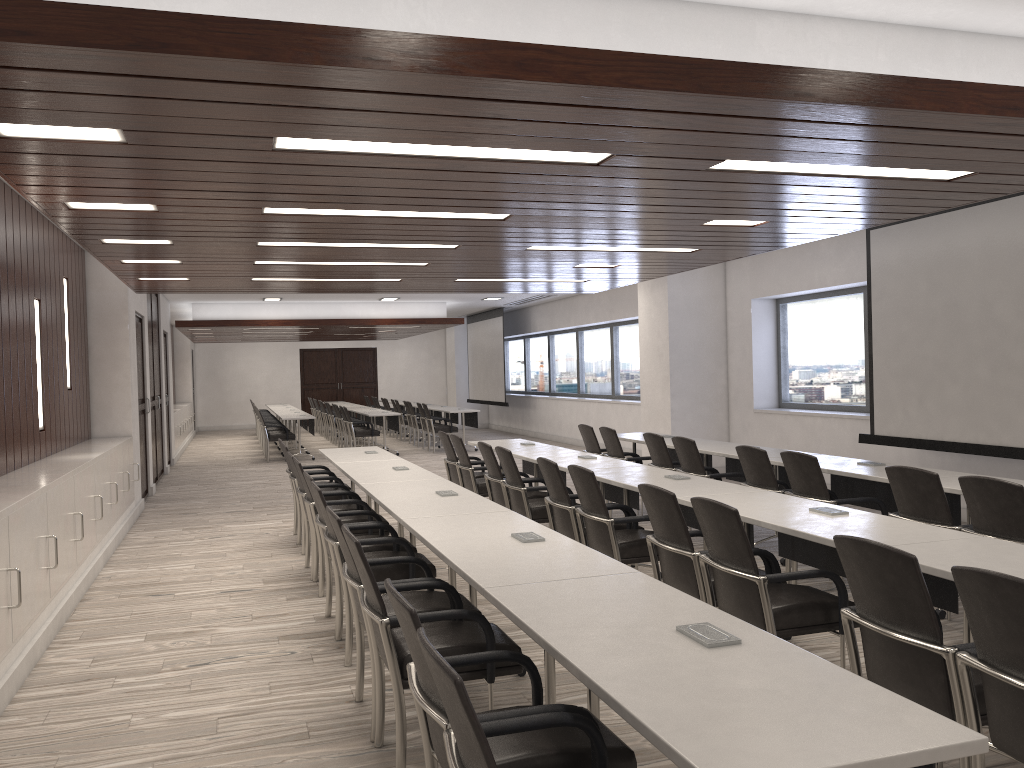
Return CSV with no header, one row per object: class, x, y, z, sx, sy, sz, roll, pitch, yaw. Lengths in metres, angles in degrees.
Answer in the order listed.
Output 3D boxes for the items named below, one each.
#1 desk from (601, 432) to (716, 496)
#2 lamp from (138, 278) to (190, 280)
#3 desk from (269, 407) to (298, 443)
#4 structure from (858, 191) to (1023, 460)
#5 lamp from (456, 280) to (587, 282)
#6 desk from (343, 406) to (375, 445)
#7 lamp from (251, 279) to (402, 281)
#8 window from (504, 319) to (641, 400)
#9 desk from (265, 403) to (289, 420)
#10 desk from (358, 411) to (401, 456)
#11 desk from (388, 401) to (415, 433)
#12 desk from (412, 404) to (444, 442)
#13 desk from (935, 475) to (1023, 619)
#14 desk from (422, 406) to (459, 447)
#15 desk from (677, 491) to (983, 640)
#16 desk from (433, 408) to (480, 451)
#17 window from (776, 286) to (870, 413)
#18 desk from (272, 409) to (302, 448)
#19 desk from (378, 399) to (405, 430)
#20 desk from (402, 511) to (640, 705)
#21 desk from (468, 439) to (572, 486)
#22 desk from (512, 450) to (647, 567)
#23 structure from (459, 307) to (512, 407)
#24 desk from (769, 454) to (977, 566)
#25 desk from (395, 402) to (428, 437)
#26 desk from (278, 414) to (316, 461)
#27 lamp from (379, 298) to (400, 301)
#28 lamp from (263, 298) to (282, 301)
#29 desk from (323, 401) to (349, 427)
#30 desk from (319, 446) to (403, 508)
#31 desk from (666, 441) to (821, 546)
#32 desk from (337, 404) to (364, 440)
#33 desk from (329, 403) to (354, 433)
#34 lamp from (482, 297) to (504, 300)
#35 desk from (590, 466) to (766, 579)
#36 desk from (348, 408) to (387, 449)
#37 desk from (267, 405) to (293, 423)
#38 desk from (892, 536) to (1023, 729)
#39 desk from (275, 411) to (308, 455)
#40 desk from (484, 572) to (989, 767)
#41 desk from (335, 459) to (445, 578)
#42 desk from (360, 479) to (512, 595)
desk,1.478,0.930,9.029,0.577,0.795,1.509,-2,1,-17
lamp,-3.326,-1.027,8.468,0.464,0.045,0.236,-2,1,-17
desk,-5.321,0.947,20.669,0.577,0.795,1.509,-2,1,-17
structure,3.862,-0.585,6.856,0.438,2.329,3.550,-2,1,-17
lamp,0.114,-1.139,9.543,1.496,0.045,0.236,-2,1,-17
desk,-3.417,0.909,19.669,0.577,0.795,1.509,-2,1,-17
lamp,-1.852,-1.075,8.929,1.496,0.045,0.236,-2,1,-17
window,1.413,-0.440,18.266,0.118,1.419,10.452,-2,1,-17
desk,-6.230,0.929,23.578,0.577,0.795,1.509,-2,1,-17
desk,-2.511,0.927,16.771,0.577,0.795,1.509,-2,1,-17
desk,-2.898,0.844,23.024,0.577,0.795,1.509,-2,1,-17
desk,-1.989,0.862,20.115,0.577,0.795,1.509,-2,1,-17
desk,2.842,0.957,4.666,0.577,0.795,1.509,-2,1,-17
desk,-1.537,0.871,18.670,0.577,0.795,1.509,-2,1,-17
desk,1.414,1.004,4.220,0.577,0.795,1.509,-2,1,-17
desk,-1.083,0.880,17.217,0.577,0.795,1.509,-2,1,-17
window,4.551,-0.378,8.232,0.118,1.419,6.968,-2,1,-17
desk,-4.866,0.956,19.216,0.577,0.795,1.509,-2,1,-17
desk,-3.353,0.835,24.478,0.577,0.795,1.509,-2,1,-17
desk,-0.035,1.051,3.767,0.577,0.795,1.509,-2,1,-17
desk,0.050,0.977,8.583,0.577,0.795,1.509,-2,1,-17
desk,0.504,0.986,7.129,0.577,0.795,1.509,-2,1,-17
structure,-0.652,-0.674,21.291,0.438,2.329,3.550,-2,1,-17
desk,2.388,0.948,6.120,0.577,0.795,1.509,-2,1,-17
desk,-2.443,0.853,21.568,0.577,0.795,1.509,-2,1,-17
desk,-3.960,0.974,16.318,0.577,0.795,1.509,-2,1,-17
lamp,-2.319,-1.656,16.770,0.324,0.120,0.519,-2,1,-17
lamp,-4.359,-1.590,16.132,0.324,0.120,0.519,-2,1,-17
desk,-4.781,0.882,24.031,0.577,0.795,1.509,-2,1,-17
desk,-1.400,1.024,8.130,0.577,0.795,1.509,-2,1,-17
desk,1.932,0.939,7.576,0.577,0.795,1.509,-2,1,-17
desk,-3.871,0.900,21.122,0.577,0.795,1.509,-2,1,-17
desk,-4.327,0.891,22.578,0.577,0.795,1.509,-2,1,-17
lamp,-0.381,-1.720,17.376,0.324,0.120,0.519,-2,1,-17
desk,0.959,0.995,5.673,0.577,0.795,1.509,-2,1,-17
desk,-2.965,0.918,18.224,0.577,0.795,1.509,-2,1,-17
desk,-5.776,0.938,22.125,0.577,0.795,1.509,-2,1,-17
desk,1.866,1.013,2.776,0.577,0.795,1.509,-2,1,-17
desk,-4.415,0.965,17.771,0.577,0.795,1.509,-2,1,-17
desk,0.416,1.060,2.323,0.577,0.795,1.509,-2,1,-17
desk,-0.945,1.033,6.677,0.577,0.795,1.509,-2,1,-17
desk,-0.490,1.042,5.221,0.577,0.795,1.509,-2,1,-17
